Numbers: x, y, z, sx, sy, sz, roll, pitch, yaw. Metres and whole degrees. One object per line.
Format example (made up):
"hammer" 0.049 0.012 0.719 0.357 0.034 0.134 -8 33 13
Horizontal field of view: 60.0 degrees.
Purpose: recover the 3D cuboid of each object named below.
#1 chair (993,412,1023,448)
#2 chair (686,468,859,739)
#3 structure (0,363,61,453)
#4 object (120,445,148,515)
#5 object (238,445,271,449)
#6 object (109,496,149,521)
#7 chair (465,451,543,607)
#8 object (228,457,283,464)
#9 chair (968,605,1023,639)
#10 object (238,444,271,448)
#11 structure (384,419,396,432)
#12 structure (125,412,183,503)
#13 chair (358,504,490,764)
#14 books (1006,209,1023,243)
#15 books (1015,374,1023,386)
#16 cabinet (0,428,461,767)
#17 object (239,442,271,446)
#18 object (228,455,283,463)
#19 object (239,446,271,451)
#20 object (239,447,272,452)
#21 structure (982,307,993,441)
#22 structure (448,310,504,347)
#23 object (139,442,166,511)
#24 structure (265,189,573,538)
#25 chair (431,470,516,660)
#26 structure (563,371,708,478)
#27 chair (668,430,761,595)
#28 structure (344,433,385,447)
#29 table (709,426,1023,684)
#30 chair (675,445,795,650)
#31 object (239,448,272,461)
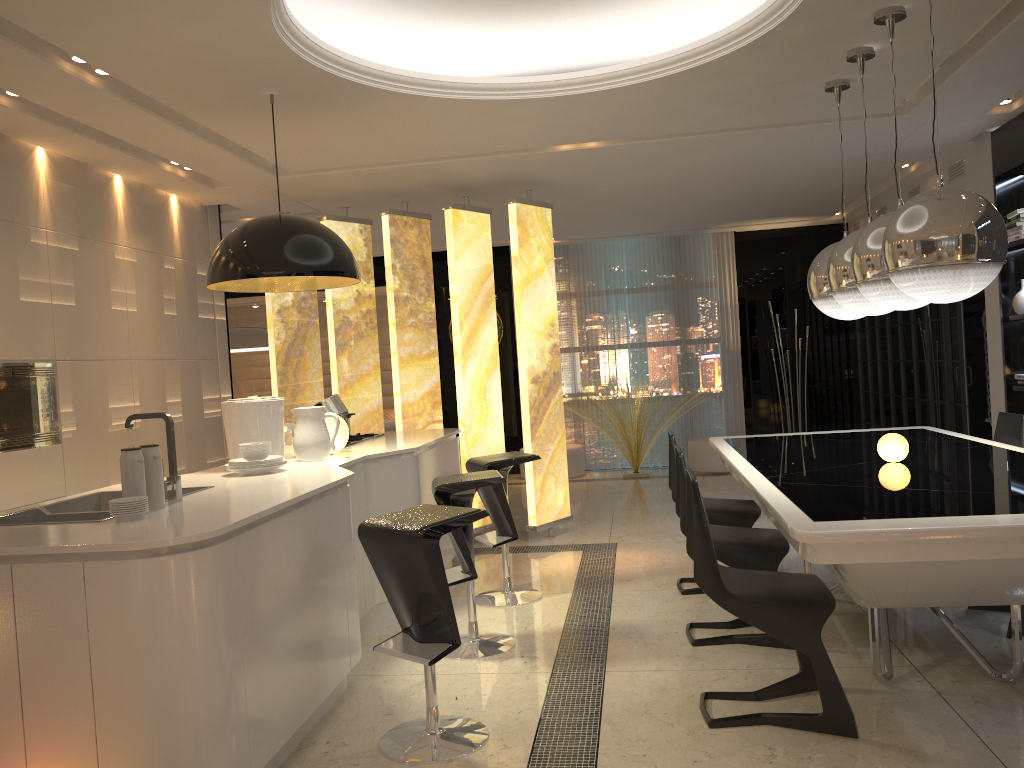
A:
"chair" 2.436 0.596 4.702 0.496 0.858 0.523 -4 1 8
"chair" 0.884 0.729 3.123 0.496 0.858 0.523 -4 1 8
"structure" -2.760 0.129 4.586 0.446 0.450 0.659 -4 1 8
"object" -1.191 0.302 2.789 0.071 0.219 0.071 -4 1 -1
"object" -1.114 0.295 3.851 0.138 0.051 0.138 -5 1 -34
"object" -1.166 0.381 2.702 0.111 0.062 0.111 -3 1 29
"chair" -0.045 0.788 4.892 0.380 0.789 0.380 -4 1 -24
"object" -1.112 0.336 3.851 0.229 0.016 0.229 -3 1 38
"chair" 2.327 0.620 3.903 0.496 0.858 0.523 -4 1 8
"object" -1.114 0.289 3.851 0.138 0.051 0.138 -5 1 -34
"structure" -2.671 0.862 8.883 2.912 0.812 1.659 -4 1 8
"structure" -1.239 0.255 3.023 0.177 0.310 0.089 -4 1 8
"chair" -0.295 0.841 3.073 0.380 0.789 0.380 -3 2 41
"books" 3.315 -1.017 5.676 0.259 0.188 0.302 -3 1 15
"books" 3.386 -0.028 5.687 0.209 0.073 0.266 -3 1 11
"cabinet" -1.053 0.819 4.198 1.046 0.887 3.752 -4 1 8
"object" -1.115 0.283 3.851 0.138 0.051 0.138 -5 1 -34
"object" -1.112 0.332 3.851 0.229 0.016 0.229 -3 1 38
"object" -1.114 0.300 3.851 0.138 0.051 0.138 -5 1 -34
"object" -1.113 0.306 3.851 0.138 0.051 0.138 -5 1 -34
"structure" 5.012 -1.284 8.156 1.964 4.134 3.425 -4 1 8
"structure" -0.424 -0.640 10.469 0.669 0.669 0.048 -4 1 8
"object" -1.176 0.299 2.894 0.071 0.219 0.071 -4 1 -16
"structure" -0.716 -0.088 6.648 2.180 2.555 0.448 -4 1 8
"chair" -0.198 0.814 4.072 0.380 0.789 0.380 -4 1 -9
"structure" 1.287 0.431 9.468 1.275 1.142 1.282 -5 1 -36
"chair" 1.118 0.679 4.822 0.496 0.858 0.523 -4 1 8
"structure" -1.122 0.343 5.355 0.502 0.026 0.811 -4 1 8
"table" 1.664 0.712 3.896 1.293 0.759 3.031 -4 1 8
"chair" 1.002 0.704 3.981 0.496 0.858 0.523 -4 1 8
"object" -1.113 0.312 3.851 0.138 0.051 0.138 -5 1 -34
